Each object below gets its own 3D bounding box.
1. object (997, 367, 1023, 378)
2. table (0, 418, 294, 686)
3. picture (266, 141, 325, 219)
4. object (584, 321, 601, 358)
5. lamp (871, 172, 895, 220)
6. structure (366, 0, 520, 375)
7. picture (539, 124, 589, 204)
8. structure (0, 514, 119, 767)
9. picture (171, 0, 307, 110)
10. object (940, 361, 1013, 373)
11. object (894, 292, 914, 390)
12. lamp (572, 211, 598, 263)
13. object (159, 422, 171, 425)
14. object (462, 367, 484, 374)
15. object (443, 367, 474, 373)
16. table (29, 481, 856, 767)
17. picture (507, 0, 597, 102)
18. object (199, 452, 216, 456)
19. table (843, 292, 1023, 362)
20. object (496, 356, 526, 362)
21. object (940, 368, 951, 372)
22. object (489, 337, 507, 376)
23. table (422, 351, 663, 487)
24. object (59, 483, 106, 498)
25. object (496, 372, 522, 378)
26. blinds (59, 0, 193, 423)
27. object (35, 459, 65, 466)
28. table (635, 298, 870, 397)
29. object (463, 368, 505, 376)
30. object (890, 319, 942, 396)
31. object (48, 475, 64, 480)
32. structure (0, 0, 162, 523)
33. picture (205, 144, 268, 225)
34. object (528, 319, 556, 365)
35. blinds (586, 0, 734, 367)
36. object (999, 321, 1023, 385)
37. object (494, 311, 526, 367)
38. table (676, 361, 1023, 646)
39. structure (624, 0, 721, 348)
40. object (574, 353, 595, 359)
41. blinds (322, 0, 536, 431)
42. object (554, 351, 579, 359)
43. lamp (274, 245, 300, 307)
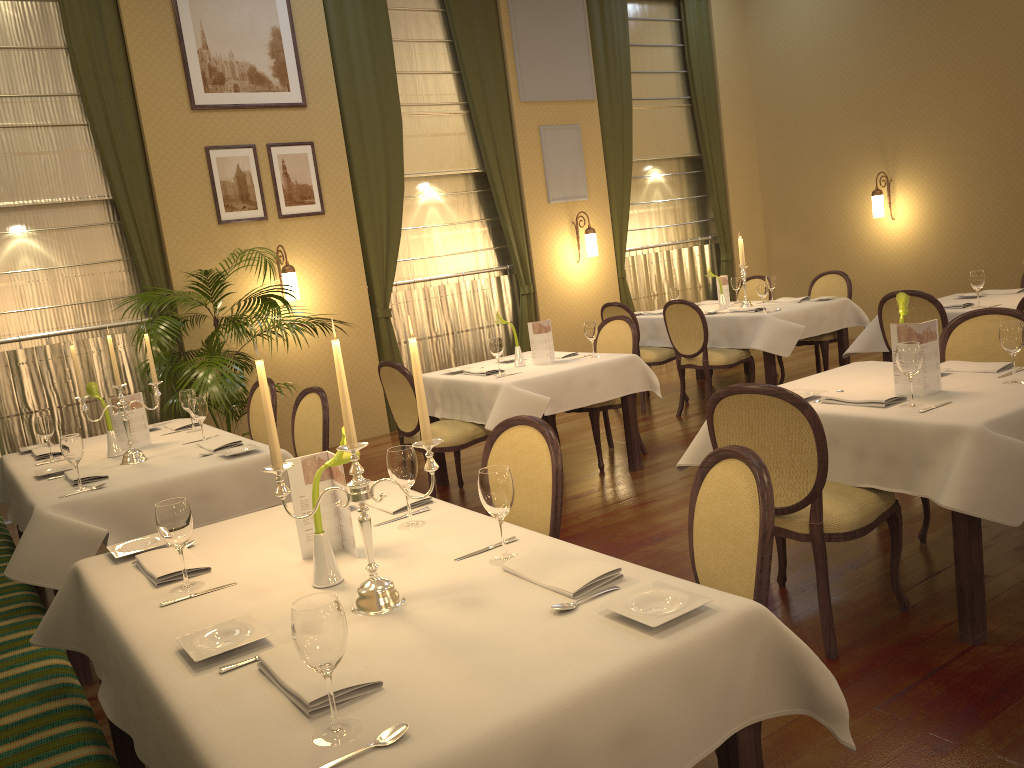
[{"bbox_3d":[1.967,-0.045,3.496,0.185,0.010,0.017,-13,10,-33],"label":"object"},{"bbox_3d":[-1.849,0.700,4.526,1.385,0.759,2.152,-13,10,-33],"label":"table"},{"bbox_3d":[-1.826,-1.729,7.510,0.412,0.619,0.022,-13,10,-33],"label":"picture"},{"bbox_3d":[0.507,-0.282,5.631,0.088,0.229,0.088,-5,9,15],"label":"object"},{"bbox_3d":[3.867,-1.958,9.275,0.114,0.513,0.323,1,12,45],"label":"lamp"},{"bbox_3d":[-0.752,-1.948,8.432,1.900,4.511,0.134,-13,10,-33],"label":"structure"},{"bbox_3d":[0.539,-2.252,9.066,0.512,0.769,0.027,-13,10,-33],"label":"picture"},{"bbox_3d":[-0.072,0.998,0.083,0.850,1.031,14.516,-13,10,-33],"label":"structure"},{"bbox_3d":[-2.205,-2.777,7.188,0.966,1.057,0.027,-13,10,-33],"label":"picture"},{"bbox_3d":[1.915,-0.072,3.688,0.142,0.024,0.273,-13,10,-33],"label":"object"},{"bbox_3d":[1.527,-0.166,3.456,0.076,0.375,0.163,-2,10,33],"label":"object"},{"bbox_3d":[0.721,-1.502,9.054,0.323,0.513,0.114,1,12,45],"label":"lamp"},{"bbox_3d":[-2.049,0.234,5.211,0.181,0.015,0.038,-13,10,-31],"label":"object"},{"bbox_3d":[-0.258,-0.085,5.734,0.181,0.015,0.038,-13,10,-31],"label":"object"},{"bbox_3d":[-0.353,-0.085,5.793,0.160,0.024,0.160,-13,10,-33],"label":"object"},{"bbox_3d":[-0.343,0.835,2.289,1.385,0.759,2.152,-13,10,-33],"label":"table"},{"bbox_3d":[0.416,-3.388,8.915,0.966,1.057,0.027,-13,10,-33],"label":"picture"},{"bbox_3d":[-1.349,0.310,4.080,0.181,0.015,0.038,-13,10,-31],"label":"object"},{"bbox_3d":[3.419,-0.168,5.599,1.385,0.759,2.152,-13,10,-33],"label":"table"},{"bbox_3d":[-0.010,-0.163,6.003,0.160,0.024,0.160,-13,10,-33],"label":"object"},{"bbox_3d":[1.702,-0.042,3.673,0.160,0.024,0.160,-13,10,-33],"label":"object"},{"bbox_3d":[-0.087,-0.167,5.395,0.088,0.229,0.088,-5,9,15],"label":"object"},{"bbox_3d":[0.134,0.238,5.829,1.389,0.759,1.395,-13,10,-31],"label":"table"},{"bbox_3d":[-1.747,0.434,3.609,0.181,0.015,0.038,-13,10,-31],"label":"object"},{"bbox_3d":[-0.019,-0.057,5.346,0.185,0.010,0.017,-13,10,-31],"label":"object"},{"bbox_3d":[-3.561,-1.285,6.448,1.934,4.537,0.225,-13,10,-34],"label":"blinds"},{"bbox_3d":[-2.282,0.384,4.436,0.185,0.010,0.017,-13,10,-31],"label":"object"},{"bbox_3d":[1.928,-0.301,7.814,1.385,0.759,2.152,-13,10,-33],"label":"table"},{"bbox_3d":[-0.178,-0.080,5.586,0.142,0.033,0.273,-13,10,-33],"label":"object"},{"bbox_3d":[1.524,-0.094,3.327,0.166,0.277,0.081,-6,9,13],"label":"object"},{"bbox_3d":[-2.000,0.409,4.018,0.185,0.010,0.017,-13,10,-31],"label":"object"},{"bbox_3d":[-3.624,-1.278,6.544,1.942,4.511,0.123,-13,10,-33],"label":"structure"},{"bbox_3d":[-2.243,-1.632,7.235,0.412,0.619,0.022,-13,10,-33],"label":"picture"},{"bbox_3d":[0.208,-0.265,5.638,0.166,0.277,0.081,-12,9,-26],"label":"object"},{"bbox_3d":[1.710,-2.514,9.912,1.876,4.537,0.129,-13,10,-33],"label":"blinds"},{"bbox_3d":[1.876,-0.118,3.319,0.088,0.229,0.088,-6,9,9],"label":"object"},{"bbox_3d":[-0.015,-0.291,5.661,0.163,0.375,0.076,-9,9,-11],"label":"object"},{"bbox_3d":[1.639,0.373,3.594,1.389,0.759,1.395,-13,10,-31],"label":"table"},{"bbox_3d":[1.639,-2.506,10.008,1.898,4.511,0.137,-13,10,-33],"label":"structure"},{"bbox_3d":[0.462,-0.179,5.732,0.185,0.010,0.017,-13,10,-33],"label":"object"},{"bbox_3d":[-0.681,-1.956,8.335,1.878,4.537,0.129,-13,10,-33],"label":"blinds"},{"bbox_3d":[0.307,-0.194,5.937,0.142,0.024,0.273,-13,10,-33],"label":"object"},{"bbox_3d":[-1.897,-0.891,7.328,0.323,0.513,0.114,1,12,45],"label":"lamp"}]
